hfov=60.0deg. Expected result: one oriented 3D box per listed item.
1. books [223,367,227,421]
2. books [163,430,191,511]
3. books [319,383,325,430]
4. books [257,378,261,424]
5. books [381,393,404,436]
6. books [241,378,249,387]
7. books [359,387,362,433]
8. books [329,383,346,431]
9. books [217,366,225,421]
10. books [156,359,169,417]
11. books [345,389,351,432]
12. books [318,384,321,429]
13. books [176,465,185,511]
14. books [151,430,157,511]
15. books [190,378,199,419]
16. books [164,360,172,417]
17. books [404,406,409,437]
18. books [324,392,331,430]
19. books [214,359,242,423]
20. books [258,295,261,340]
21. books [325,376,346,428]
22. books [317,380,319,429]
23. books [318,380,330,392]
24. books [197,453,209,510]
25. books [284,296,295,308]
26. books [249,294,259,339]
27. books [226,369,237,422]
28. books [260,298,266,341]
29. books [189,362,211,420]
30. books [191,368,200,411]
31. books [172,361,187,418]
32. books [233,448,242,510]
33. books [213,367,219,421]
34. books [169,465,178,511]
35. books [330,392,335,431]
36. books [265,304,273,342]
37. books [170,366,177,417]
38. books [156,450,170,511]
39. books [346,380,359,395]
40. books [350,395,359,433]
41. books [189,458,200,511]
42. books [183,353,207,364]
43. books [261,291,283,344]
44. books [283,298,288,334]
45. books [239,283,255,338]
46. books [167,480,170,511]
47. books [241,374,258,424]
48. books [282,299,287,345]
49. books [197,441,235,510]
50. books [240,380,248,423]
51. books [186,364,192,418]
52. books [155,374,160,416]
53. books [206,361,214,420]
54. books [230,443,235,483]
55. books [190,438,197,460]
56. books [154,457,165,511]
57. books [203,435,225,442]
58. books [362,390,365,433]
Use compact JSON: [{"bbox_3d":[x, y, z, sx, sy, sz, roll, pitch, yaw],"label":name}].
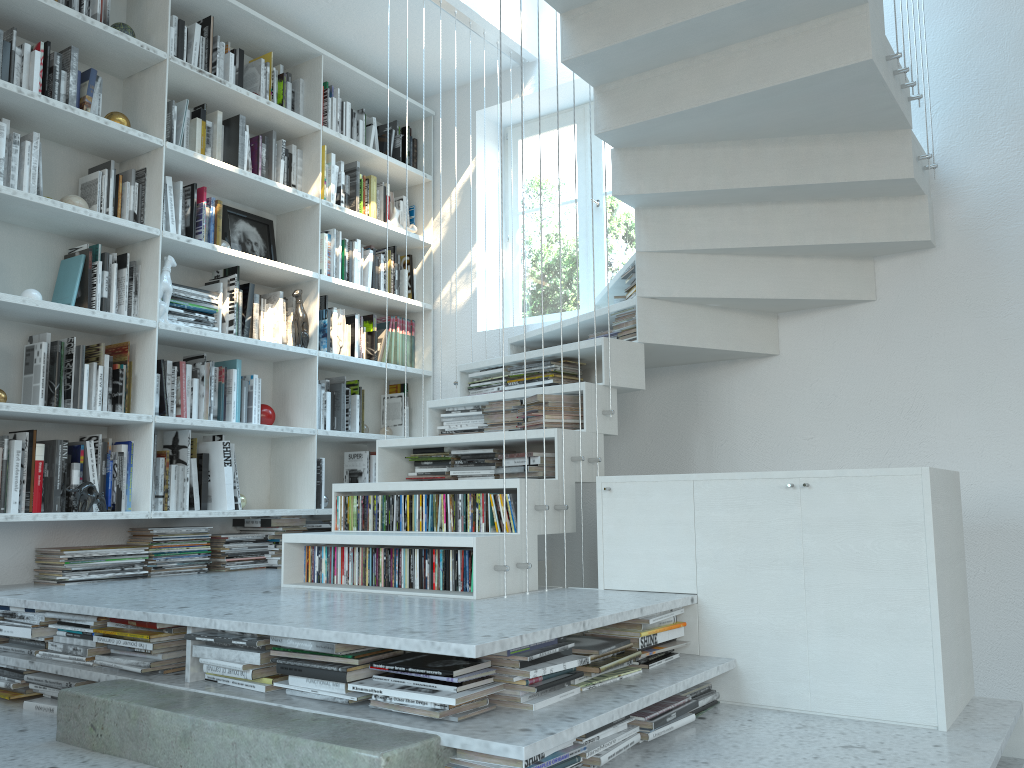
[{"bbox_3d":[-1.313,0.059,3.903,0.161,0.253,0.012,-5,-8,34],"label":"books"},{"bbox_3d":[-1.404,0.362,3.705,0.169,0.333,0.014,-5,-8,34],"label":"books"},{"bbox_3d":[-0.983,0.123,4.361,0.151,0.241,0.022,-5,-8,34],"label":"books"},{"bbox_3d":[-1.208,0.091,4.035,0.170,0.223,0.027,-5,-9,34],"label":"books"},{"bbox_3d":[-0.654,0.180,4.856,0.161,0.253,0.012,-5,-8,34],"label":"books"},{"bbox_3d":[-1.247,0.088,3.993,0.139,0.218,0.037,-5,-8,34],"label":"books"},{"bbox_3d":[-0.839,0.146,4.591,0.161,0.253,0.012,-5,-8,34],"label":"books"},{"bbox_3d":[-0.910,0.129,4.435,0.184,0.248,0.027,-5,-9,34],"label":"books"},{"bbox_3d":[-1.313,0.055,3.857,0.177,0.249,0.014,-5,-8,34],"label":"books"},{"bbox_3d":[-1.476,0.029,3.635,0.177,0.243,0.047,-5,-9,34],"label":"books"},{"bbox_3d":[-0.885,0.148,4.508,0.172,0.230,0.014,-5,-9,34],"label":"books"},{"bbox_3d":[-0.999,0.123,4.336,0.153,0.235,0.037,-5,-8,34],"label":"books"},{"bbox_3d":[-1.417,0.434,3.682,0.149,0.185,0.024,-5,-9,34],"label":"books"},{"bbox_3d":[-1.494,0.353,3.609,0.130,0.326,0.013,-5,-8,34],"label":"books"},{"bbox_3d":[-1.393,0.075,3.746,0.186,0.181,0.028,-6,-9,34],"label":"books"},{"bbox_3d":[-1.465,0.033,3.671,0.143,0.246,0.024,-5,-8,34],"label":"books"},{"bbox_3d":[-0.636,0.218,4.864,0.167,0.181,0.028,-6,-9,34],"label":"books"},{"bbox_3d":[-0.965,0.145,4.377,0.172,0.201,0.029,-6,-9,34],"label":"books"},{"bbox_3d":[-1.271,0.043,3.928,0.181,0.290,0.026,-5,-8,34],"label":"books"},{"bbox_3d":[-1.219,-0.283,4.105,0.133,0.249,0.031,-5,-8,34],"label":"books"},{"bbox_3d":[-0.898,0.114,4.504,0.141,0.296,0.013,-5,-8,34],"label":"books"},{"bbox_3d":[-1.010,0.111,4.308,0.175,0.251,0.024,-5,-8,34],"label":"books"},{"bbox_3d":[-0.966,0.117,4.413,0.133,0.267,0.024,-5,-8,34],"label":"books"},{"bbox_3d":[-1.359,0.417,3.771,0.171,0.239,0.031,-5,-9,34],"label":"books"},{"bbox_3d":[-1.095,-0.277,4.287,0.138,0.283,0.029,-5,-8,34],"label":"books"},{"bbox_3d":[-1.221,-0.284,4.069,0.147,0.242,0.031,-5,-8,34],"label":"books"},{"bbox_3d":[-1.282,0.063,3.903,0.190,0.243,0.023,-5,-9,34],"label":"books"},{"bbox_3d":[-1.201,-0.273,4.128,0.129,0.235,0.028,-5,-8,34],"label":"books"},{"bbox_3d":[-1.360,0.041,3.775,0.191,0.254,0.028,-5,-9,34],"label":"books"},{"bbox_3d":[-1.390,0.054,3.770,0.179,0.229,0.012,-5,-9,34],"label":"books"},{"bbox_3d":[-1.425,0.036,3.697,0.185,0.246,0.045,-5,-9,34],"label":"books"},{"bbox_3d":[-1.262,0.419,3.917,0.148,0.273,0.062,-5,-8,34],"label":"books"},{"bbox_3d":[-1.341,0.056,3.851,0.166,0.246,0.026,-5,-8,34],"label":"books"},{"bbox_3d":[-1.438,0.430,3.664,0.140,0.187,0.030,-5,-9,34],"label":"books"},{"bbox_3d":[-0.946,0.148,4.426,0.149,0.208,0.025,-5,-9,34],"label":"books"},{"bbox_3d":[-1.180,-0.260,4.145,0.155,0.212,0.025,-5,-9,34],"label":"books"},{"bbox_3d":[-1.444,0.045,3.677,0.163,0.222,0.011,-5,-8,34],"label":"books"},{"bbox_3d":[-1.455,0.396,3.622,0.156,0.243,0.015,-5,-8,34],"label":"books"},{"bbox_3d":[-0.849,0.127,4.558,0.161,0.284,0.011,-5,-8,34],"label":"books"},{"bbox_3d":[-0.850,0.164,4.536,0.174,0.205,0.021,-6,-9,34],"label":"books"},{"bbox_3d":[-1.385,0.423,3.725,0.184,0.217,0.052,-6,-9,34],"label":"books"},{"bbox_3d":[-1.366,0.024,3.807,0.147,0.299,0.013,-5,-8,34],"label":"books"},{"bbox_3d":[-1.147,-0.288,4.154,0.191,0.270,0.021,-5,-8,34],"label":"books"},{"bbox_3d":[-1.125,-0.272,4.214,0.145,0.254,0.024,-5,-8,34],"label":"books"},{"bbox_3d":[-1.248,-0.310,4.023,0.167,0.281,0.059,-5,-8,34],"label":"books"},{"bbox_3d":[-1.453,0.416,3.642,0.137,0.210,0.025,-5,-8,34],"label":"books"},{"bbox_3d":[-1.222,0.082,4.014,0.181,0.235,0.025,-5,-9,34],"label":"books"},{"bbox_3d":[-1.131,-0.269,4.179,0.176,0.239,0.041,-5,-9,34],"label":"books"},{"bbox_3d":[-1.294,0.394,3.793,0.255,0.291,0.075,-6,-9,34],"label":"books"},{"bbox_3d":[-1.252,0.092,3.955,0.189,0.200,0.030,-6,-9,34],"label":"books"},{"bbox_3d":[-1.418,0.044,3.734,0.177,0.239,0.026,-5,-9,34],"label":"books"},{"bbox_3d":[-1.493,0.057,3.612,0.162,0.183,0.022,-6,-9,34],"label":"books"},{"bbox_3d":[-1.345,0.042,3.805,0.186,0.262,0.012,-5,-8,34],"label":"books"},{"bbox_3d":[-1.279,0.407,3.877,0.160,0.287,0.025,-5,-8,34],"label":"books"},{"bbox_3d":[-1.386,0.385,3.768,0.131,0.304,0.010,-5,-8,34],"label":"books"},{"bbox_3d":[-1.474,0.410,3.611,0.163,0.214,0.023,-5,-9,34],"label":"books"},{"bbox_3d":[-1.308,0.388,3.876,0.136,0.325,0.012,-5,-8,34],"label":"books"},{"bbox_3d":[-0.828,0.154,4.598,0.166,0.239,0.013,-5,-8,34],"label":"books"}]
